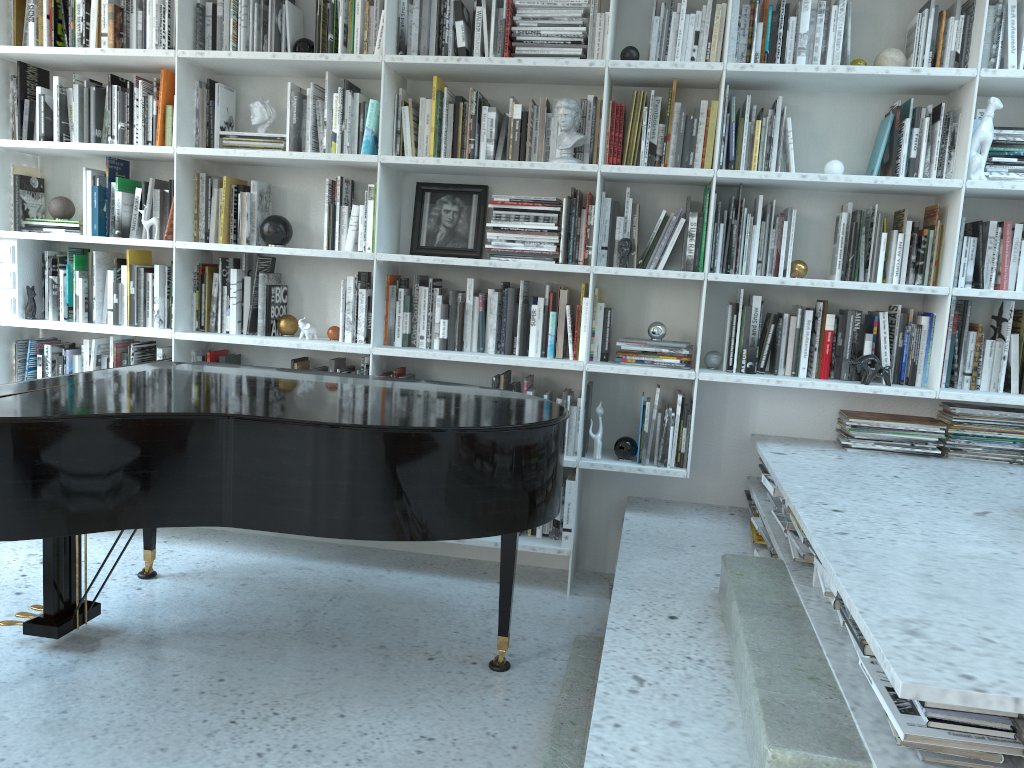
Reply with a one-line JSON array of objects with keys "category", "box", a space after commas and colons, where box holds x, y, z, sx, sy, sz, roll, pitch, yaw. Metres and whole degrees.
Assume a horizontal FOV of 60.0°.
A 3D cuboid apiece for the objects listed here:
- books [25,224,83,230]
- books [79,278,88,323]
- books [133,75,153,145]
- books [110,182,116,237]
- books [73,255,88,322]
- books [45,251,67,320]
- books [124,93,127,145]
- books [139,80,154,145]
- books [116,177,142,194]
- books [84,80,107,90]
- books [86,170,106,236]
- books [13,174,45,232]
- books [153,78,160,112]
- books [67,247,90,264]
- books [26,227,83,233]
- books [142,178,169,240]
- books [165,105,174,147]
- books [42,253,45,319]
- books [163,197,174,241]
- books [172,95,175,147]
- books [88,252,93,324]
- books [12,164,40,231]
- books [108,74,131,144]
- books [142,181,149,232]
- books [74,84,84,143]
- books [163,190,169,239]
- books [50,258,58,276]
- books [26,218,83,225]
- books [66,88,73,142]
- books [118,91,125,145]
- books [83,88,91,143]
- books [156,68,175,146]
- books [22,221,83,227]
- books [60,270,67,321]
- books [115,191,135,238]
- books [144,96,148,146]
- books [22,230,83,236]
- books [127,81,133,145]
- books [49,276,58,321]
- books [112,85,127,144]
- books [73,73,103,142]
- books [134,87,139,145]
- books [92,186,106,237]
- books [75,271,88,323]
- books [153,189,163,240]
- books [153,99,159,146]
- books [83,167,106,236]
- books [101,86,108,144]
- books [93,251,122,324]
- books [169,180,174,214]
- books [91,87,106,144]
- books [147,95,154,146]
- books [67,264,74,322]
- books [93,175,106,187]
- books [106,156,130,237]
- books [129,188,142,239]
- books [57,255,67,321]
[{"category": "books", "box": [-1.948, -0.678, 3.857, 0.254, 0.012, 0.160, 4, 7, 6]}, {"category": "books", "box": [-1.818, -0.364, 3.853, 0.016, 0.189, 0.183, 5, 7, 9]}, {"category": "books", "box": [-1.561, -1.135, 3.749, 0.011, 0.304, 0.129, 5, 8, 9]}, {"category": "books", "box": [-1.673, -0.742, 3.815, 0.030, 0.232, 0.147, 5, 8, 9]}, {"category": "books", "box": [-1.841, -0.414, 3.849, 0.007, 0.287, 0.182, 5, 8, 9]}, {"category": "books", "box": [-1.985, -0.432, 3.892, 0.014, 0.295, 0.171, 5, 8, 9]}, {"category": "books", "box": [-1.588, -1.098, 3.747, 0.013, 0.228, 0.151, 5, 8, 9]}, {"category": "books", "box": [-1.515, -1.114, 3.719, 0.015, 0.275, 0.157, 5, 8, 9]}, {"category": "books", "box": [-1.634, -0.745, 3.783, 0.011, 0.251, 0.171, 5, 7, 9]}, {"category": "books", "box": [-1.768, -1.134, 3.773, 0.011, 0.271, 0.157, 5, 8, 9]}, {"category": "books", "box": [-1.772, -0.768, 3.811, 0.024, 0.273, 0.150, 5, 8, 9]}, {"category": "books", "box": [-2.105, -0.781, 3.868, 0.028, 0.243, 0.156, 5, 8, 9]}, {"category": "books", "box": [-1.464, -1.121, 3.733, 0.015, 0.293, 0.143, 5, 8, 9]}, {"category": "books", "box": [-1.891, -0.434, 3.872, 0.006, 0.315, 0.145, 5, 8, 9]}, {"category": "books", "box": [-1.949, -0.666, 3.863, 0.254, 0.012, 0.160, 5, 7, 10]}, {"category": "books", "box": [-1.501, -0.737, 3.768, 0.060, 0.256, 0.158, 5, 8, 9]}, {"category": "books", "box": [-1.399, -1.060, 3.718, 0.030, 0.183, 0.151, 5, 7, 9]}, {"category": "books", "box": [-2.011, -0.431, 3.906, 0.008, 0.285, 0.159, 5, 8, 9]}, {"category": "books", "box": [-1.359, -0.732, 3.710, 0.082, 0.277, 0.228, 5, 7, 9]}, {"category": "books", "box": [-1.368, -1.078, 3.711, 0.031, 0.224, 0.144, 5, 8, 9]}, {"category": "books", "box": [-1.772, -0.416, 3.839, 0.019, 0.300, 0.179, 5, 8, 9]}, {"category": "books", "box": [-2.122, -0.805, 3.878, 0.012, 0.285, 0.159, 5, 8, 9]}, {"category": "books", "box": [-1.654, -1.138, 3.745, 0.013, 0.300, 0.151, 5, 8, 9]}, {"category": "books", "box": [-1.535, -0.735, 3.788, 0.013, 0.242, 0.141, 5, 8, 9]}, {"category": "books", "box": [-1.787, -1.122, 3.760, 0.021, 0.248, 0.188, 5, 7, 9]}, {"category": "books", "box": [-1.429, -0.709, 3.762, 0.027, 0.210, 0.143, 5, 7, 9]}, {"category": "books", "box": [-1.956, -0.413, 3.878, 0.007, 0.264, 0.176, 5, 8, 9]}, {"category": "books", "box": [-1.946, -0.702, 3.858, 0.254, 0.012, 0.160, 5, 7, 10]}, {"category": "books", "box": [-1.842, -1.127, 3.798, 0.049, 0.243, 0.139, 5, 8, 9]}, {"category": "books", "box": [-1.603, -1.098, 3.738, 0.013, 0.229, 0.176, 5, 7, 9]}, {"category": "books", "box": [-1.754, -1.114, 3.756, 0.024, 0.238, 0.166, 5, 7, 9]}, {"category": "books", "box": [-1.428, -1.133, 3.711, 0.035, 0.326, 0.169, 5, 8, 9]}, {"category": "books", "box": [-1.948, -0.690, 3.853, 0.285, 0.012, 0.159, 5, 7, 13]}, {"category": "books", "box": [-1.906, -0.386, 3.871, 0.015, 0.217, 0.179, 5, 7, 9]}, {"category": "books", "box": [-1.619, -0.712, 3.771, 0.029, 0.190, 0.188, 5, 7, 9]}, {"category": "books", "box": [-1.501, -1.086, 3.734, 0.012, 0.218, 0.160, 5, 7, 9]}, {"category": "books", "box": [-1.950, -0.654, 3.860, 0.285, 0.012, 0.159, 5, 7, 12]}, {"category": "books", "box": [-1.575, -1.118, 3.738, 0.012, 0.273, 0.145, 5, 8, 9]}, {"category": "books", "box": [-1.948, -0.374, 3.865, 0.019, 0.189, 0.193, 5, 7, 9]}, {"category": "books", "box": [-1.637, -1.116, 3.755, 0.021, 0.257, 0.155, 5, 8, 9]}, {"category": "books", "box": [-1.800, -1.147, 3.767, 0.011, 0.294, 0.183, 5, 8, 9]}, {"category": "books", "box": [-1.552, -1.108, 3.746, 0.011, 0.252, 0.139, 5, 8, 9]}, {"category": "books", "box": [-1.720, -0.729, 3.785, 0.029, 0.208, 0.189, 5, 7, 9]}, {"category": "books", "box": [-1.832, -0.381, 3.858, 0.015, 0.219, 0.189, 5, 7, 9]}, {"category": "books", "box": [-1.459, -0.709, 3.757, 0.030, 0.208, 0.172, 5, 7, 9]}, {"category": "books", "box": [-1.455, -1.074, 3.722, 0.013, 0.204, 0.161, 5, 7, 9]}, {"category": "books", "box": [-1.789, -0.776, 3.814, 0.012, 0.285, 0.159, 5, 8, 9]}, {"category": "books", "box": [-1.682, -1.121, 3.770, 0.048, 0.257, 0.141, 5, 8, 9]}, {"category": "books", "box": [-1.755, -0.419, 3.848, 0.012, 0.307, 0.189, 5, 8, 9]}, {"category": "books", "box": [-1.404, -0.728, 3.758, 0.021, 0.252, 0.154, 5, 8, 9]}, {"category": "books", "box": [-1.720, -1.115, 3.759, 0.023, 0.243, 0.184, 5, 7, 9]}, {"category": "books", "box": [-1.484, -1.086, 3.736, 0.021, 0.221, 0.148, 5, 8, 9]}, {"category": "books", "box": [-1.875, -0.396, 3.858, 0.009, 0.245, 0.184, 5, 7, 9]}, {"category": "books", "box": [-1.744, -0.758, 3.815, 0.031, 0.256, 0.143, 5, 8, 9]}, {"category": "books", "box": [-1.691, -0.795, 3.806, 0.011, 0.336, 0.153, 5, 8, 9]}, {"category": "books", "box": [-1.570, -0.724, 3.796, 0.056, 0.214, 0.142, 5, 8, 9]}, {"category": "books", "box": [-1.929, -0.420, 3.877, 0.008, 0.280, 0.164, 5, 8, 9]}]
